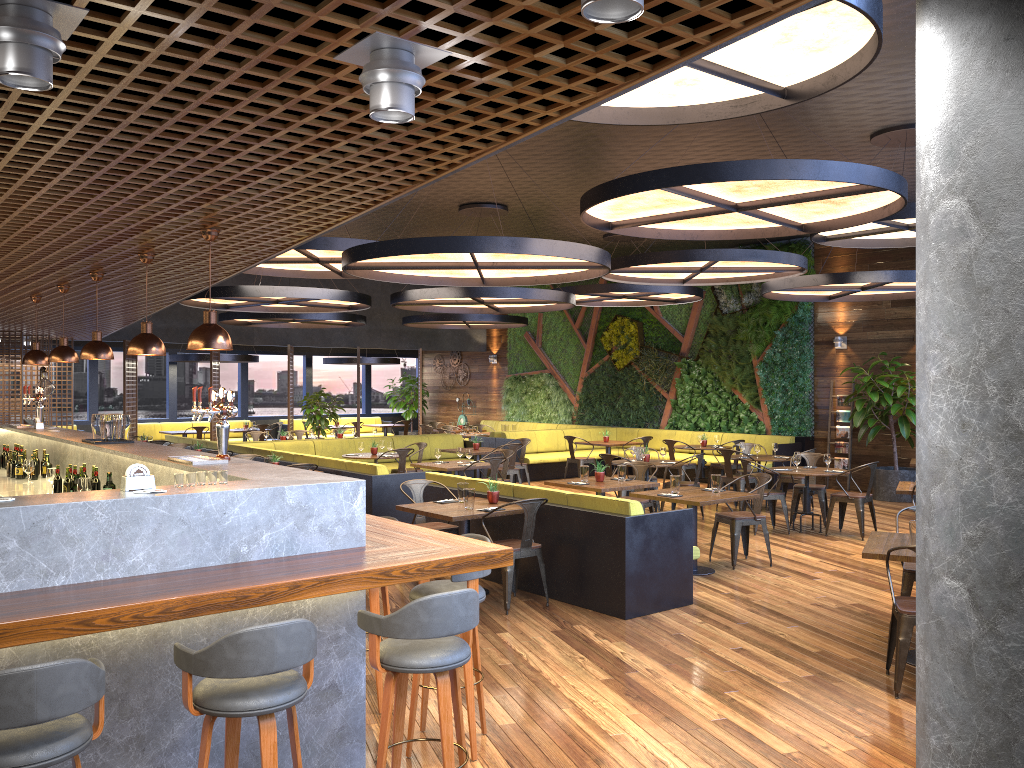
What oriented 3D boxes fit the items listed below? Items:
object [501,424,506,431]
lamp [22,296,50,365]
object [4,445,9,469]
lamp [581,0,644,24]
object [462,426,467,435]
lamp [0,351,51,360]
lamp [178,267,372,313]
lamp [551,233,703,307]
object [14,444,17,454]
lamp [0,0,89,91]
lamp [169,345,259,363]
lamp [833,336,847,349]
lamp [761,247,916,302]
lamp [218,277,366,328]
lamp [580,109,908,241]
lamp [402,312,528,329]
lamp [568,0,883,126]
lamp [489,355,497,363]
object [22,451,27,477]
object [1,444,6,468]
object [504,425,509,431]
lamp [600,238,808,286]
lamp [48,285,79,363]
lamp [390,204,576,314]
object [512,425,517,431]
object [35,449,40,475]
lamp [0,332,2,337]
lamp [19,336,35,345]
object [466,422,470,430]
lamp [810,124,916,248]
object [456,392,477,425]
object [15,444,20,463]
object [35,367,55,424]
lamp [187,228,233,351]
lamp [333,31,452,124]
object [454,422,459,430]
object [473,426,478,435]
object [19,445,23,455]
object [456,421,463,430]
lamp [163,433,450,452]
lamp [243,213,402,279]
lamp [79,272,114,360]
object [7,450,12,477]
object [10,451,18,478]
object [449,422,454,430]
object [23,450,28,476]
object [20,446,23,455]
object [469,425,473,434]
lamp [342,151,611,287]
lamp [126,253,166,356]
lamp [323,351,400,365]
[{"bbox_3d":[-0.187,0.985,19.667,0.102,0.178,0.102,0,0,37],"label":"object"},{"bbox_3d":[-4.718,-0.529,8.791,0.250,0.673,0.250,0,0,-6],"label":"lamp"},{"bbox_3d":[-5.297,0.767,9.314,0.063,0.254,0.063,0,0,44],"label":"object"},{"bbox_3d":[0.190,-0.790,1.675,0.228,0.172,0.228,0,0,-38],"label":"lamp"},{"bbox_3d":[-1.002,0.985,18.828,0.102,0.178,0.102,0,0,37],"label":"object"},{"bbox_3d":[-10.099,-1.599,18.064,1.979,2.172,1.979,0,0,-32],"label":"lamp"},{"bbox_3d":[-3.506,-1.903,13.256,2.778,1.475,2.778,0,0,-34],"label":"lamp"},{"bbox_3d":[2.009,-2.080,15.892,2.778,1.159,2.778,0,0,42],"label":"lamp"},{"bbox_3d":[-5.322,0.768,9.508,0.063,0.254,0.063,0,0,24],"label":"object"},{"bbox_3d":[-1.140,-0.790,2.074,0.228,0.172,0.228,0,0,-38],"label":"lamp"},{"bbox_3d":[-6.907,-1.599,20.598,1.979,2.172,1.979,0,0,7],"label":"lamp"},{"bbox_3d":[5.692,-0.724,15.465,0.189,0.215,0.215,0,0,-38],"label":"lamp"},{"bbox_3d":[5.007,-1.979,12.684,2.778,1.363,2.778,0,0,20],"label":"lamp"},{"bbox_3d":[-4.232,-1.903,17.203,2.778,1.475,2.778,0,0,-38],"label":"lamp"},{"bbox_3d":[2.000,-2.080,7.893,2.778,1.159,2.778,0,0,-3],"label":"lamp"},{"bbox_3d":[-1.031,-1.979,19.643,2.778,1.363,2.778,0,0,16],"label":"lamp"},{"bbox_3d":[0.804,-2.140,4.488,1.979,1.093,1.979,0,0,15],"label":"lamp"},{"bbox_3d":[-0.527,-0.652,23.297,0.189,0.215,0.215,0,0,-38],"label":"lamp"},{"bbox_3d":[-4.685,0.767,8.502,0.063,0.254,0.063,0,0,-11],"label":"object"},{"bbox_3d":[-5.405,0.768,9.444,0.063,0.254,0.063,0,0,4],"label":"object"},{"bbox_3d":[-0.112,0.985,19.293,0.102,0.178,0.102,0,0,-3],"label":"object"},{"bbox_3d":[2.604,-2.080,12.209,2.778,1.159,2.778,0,0,29],"label":"lamp"},{"bbox_3d":[-3.966,-0.529,7.845,0.250,0.673,0.250,0,0,-6],"label":"lamp"},{"bbox_3d":[-0.431,-1.903,13.370,2.778,1.475,2.778,0,0,11],"label":"lamp"},{"bbox_3d":[0.052,0.985,19.532,0.102,0.178,0.102,0,0,37],"label":"object"},{"bbox_3d":[-4.658,0.767,8.685,0.063,0.254,0.063,0,0,-41],"label":"object"},{"bbox_3d":[-8.712,-0.790,14.979,0.228,0.172,0.228,0,0,-38],"label":"lamp"},{"bbox_3d":[-8.864,-0.790,16.206,0.228,0.172,0.228,0,0,-38],"label":"lamp"},{"bbox_3d":[-1.042,0.985,20.843,0.102,0.178,0.102,0,0,-3],"label":"object"},{"bbox_3d":[4.215,-2.140,9.437,1.979,1.093,1.979,0,0,15],"label":"lamp"},{"bbox_3d":[-1.225,1.032,23.680,0.459,1.615,0.848,0,0,-38],"label":"object"},{"bbox_3d":[-5.232,0.767,9.393,0.063,0.254,0.063,0,0,24],"label":"object"},{"bbox_3d":[-5.737,0.264,10.825,0.566,0.944,0.263,0,0,44],"label":"object"},{"bbox_3d":[-1.700,-0.529,4.990,0.250,0.673,0.250,0,0,39],"label":"lamp"},{"bbox_3d":[-0.316,-0.790,2.339,0.228,0.172,0.228,0,0,-38],"label":"lamp"},{"bbox_3d":[-1.309,0.985,20.957,0.102,0.178,0.102,0,0,-3],"label":"object"},{"bbox_3d":[-0.778,0.985,18.764,0.102,0.178,0.102,0,0,-3],"label":"object"},{"bbox_3d":[-5.143,0.767,9.291,0.063,0.254,0.063,0,0,-11],"label":"object"},{"bbox_3d":[-1.211,0.939,20.787,0.238,0.271,0.260,0,0,-17],"label":"object"},{"bbox_3d":[-5.513,0.481,14.913,9.057,2.714,3.017,0,0,-38],"label":"lamp"},{"bbox_3d":[-2.460,-2.080,11.275,2.778,1.159,2.778,0,0,12],"label":"lamp"},{"bbox_3d":[-3.249,-0.529,6.941,0.250,0.673,0.250,0,0,-6],"label":"lamp"},{"bbox_3d":[-4.838,0.767,8.552,0.063,0.254,0.063,0,0,4],"label":"object"},{"bbox_3d":[-4.739,0.767,8.438,0.063,0.254,0.063,0,0,14],"label":"object"},{"bbox_3d":[-1.421,0.985,20.770,0.102,0.178,0.102,0,0,37],"label":"object"},{"bbox_3d":[-4.745,0.767,8.638,0.063,0.254,0.063,0,0,24],"label":"object"},{"bbox_3d":[-5.078,0.768,9.192,0.063,0.254,0.063,0,0,24],"label":"object"},{"bbox_3d":[-0.887,0.985,19.112,0.102,0.178,0.102,0,0,37],"label":"object"},{"bbox_3d":[-0.364,-1.903,9.264,2.778,1.475,2.778,0,0,16],"label":"lamp"},{"bbox_3d":[-2.442,-0.529,5.924,0.250,0.673,0.250,0,0,-6],"label":"lamp"},{"bbox_3d":[-3.894,-1.601,22.991,1.979,2.172,1.979,0,0,37],"label":"lamp"}]
